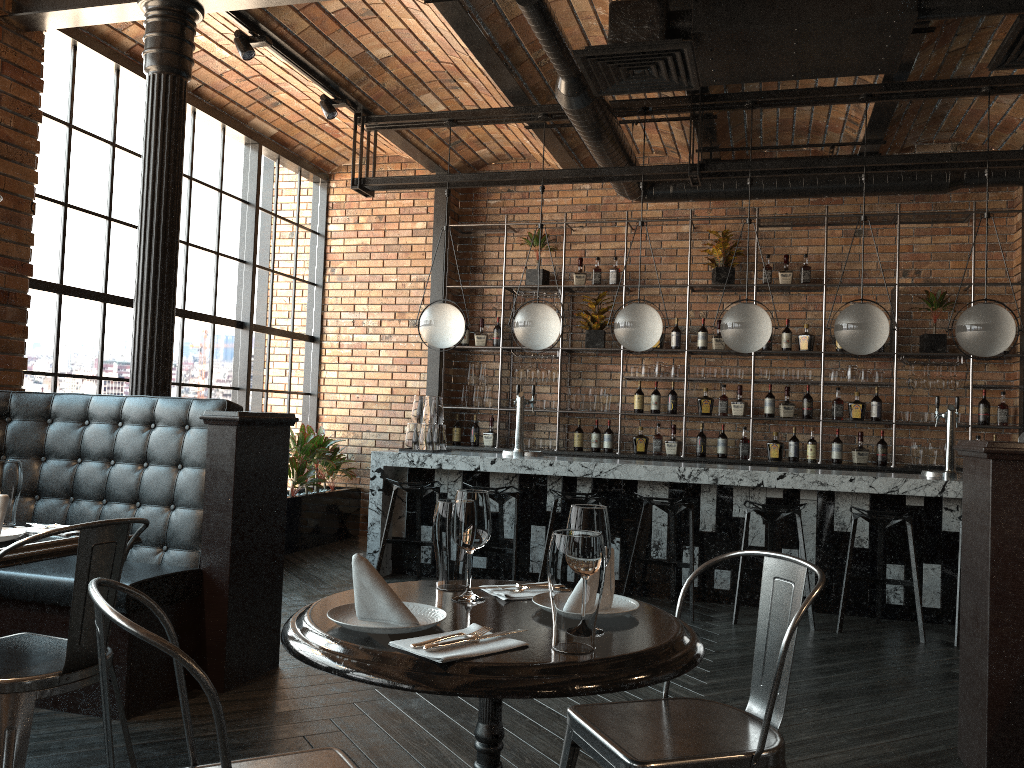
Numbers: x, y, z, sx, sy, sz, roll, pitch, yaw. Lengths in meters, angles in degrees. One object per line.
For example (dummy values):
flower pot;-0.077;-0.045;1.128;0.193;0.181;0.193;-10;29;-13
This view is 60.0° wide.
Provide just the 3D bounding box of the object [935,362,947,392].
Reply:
object;3.499;-0.057;7.233;0.092;0.244;0.092;4;-3;-35

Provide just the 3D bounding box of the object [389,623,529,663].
object;-0.079;0.460;1.603;0.255;0.019;0.157;4;-3;-43

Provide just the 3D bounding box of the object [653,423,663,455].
object;1.305;0.493;7.930;0.083;0.282;0.083;2;-2;16

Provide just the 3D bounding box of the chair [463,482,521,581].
chair;-0.120;1.030;5.930;0.475;0.737;0.414;1;-2;21

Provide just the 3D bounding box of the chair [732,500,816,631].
chair;1.595;1.077;5.435;0.475;0.737;0.414;2;-2;11

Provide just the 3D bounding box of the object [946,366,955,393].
object;3.644;-0.047;7.362;0.092;0.244;0.092;4;-3;-35

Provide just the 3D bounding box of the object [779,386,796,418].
object;2.366;0.160;7.628;0.123;0.279;0.123;2;-2;5

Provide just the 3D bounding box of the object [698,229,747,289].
object;1.870;-1.119;7.888;0.425;0.526;0.430;1;-2;18

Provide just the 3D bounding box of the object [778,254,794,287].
object;2.380;-0.983;7.698;0.123;0.279;0.123;1;-2;20

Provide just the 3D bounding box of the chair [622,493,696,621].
chair;0.979;1.060;5.613;0.475;0.737;0.414;1;-3;26

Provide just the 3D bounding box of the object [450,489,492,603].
object;-0.094;0.362;1.996;0.092;0.244;0.092;2;-2;15

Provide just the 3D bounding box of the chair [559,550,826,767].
chair;0.412;0.838;2.099;0.558;0.857;0.504;3;-2;-19

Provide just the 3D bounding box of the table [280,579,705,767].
table;-0.053;0.860;1.851;0.866;0.758;0.866;3;-2;-20

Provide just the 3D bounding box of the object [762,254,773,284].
object;2.230;-0.989;7.740;0.083;0.282;0.083;2;-2;16

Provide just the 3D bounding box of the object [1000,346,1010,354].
object;4.008;-0.376;7.226;0.086;0.298;0.086;3;-2;-20

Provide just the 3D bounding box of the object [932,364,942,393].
object;3.544;-0.049;7.391;0.092;0.244;0.092;4;-3;-35

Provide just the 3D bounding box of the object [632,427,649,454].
object;1.156;0.507;7.971;0.151;0.248;0.094;2;-2;5

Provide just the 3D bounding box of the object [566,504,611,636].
object;0.146;0.361;1.734;0.092;0.244;0.092;2;-2;15

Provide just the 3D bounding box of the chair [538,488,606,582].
chair;0.421;1.045;5.774;0.475;0.737;0.414;2;-2;11

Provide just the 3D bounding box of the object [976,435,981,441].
object;3.790;0.560;7.213;0.083;0.282;0.083;2;-2;1

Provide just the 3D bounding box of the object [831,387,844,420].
object;2.765;0.169;7.527;0.083;0.282;0.083;2;-2;1

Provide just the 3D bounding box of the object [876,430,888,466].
object;3.095;0.532;7.417;0.086;0.299;0.086;3;-3;-25

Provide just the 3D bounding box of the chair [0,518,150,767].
chair;-1.347;0.784;2.450;0.558;0.857;0.504;1;-2;21

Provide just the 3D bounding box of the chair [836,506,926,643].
chair;2.189;1.093;5.263;0.475;0.737;0.414;1;-2;21

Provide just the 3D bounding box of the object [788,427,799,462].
object;2.425;0.516;7.621;0.086;0.298;0.086;3;-3;-25

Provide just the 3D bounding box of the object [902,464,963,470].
object;3.441;0.680;7.250;0.437;0.019;0.273;2;-2;16

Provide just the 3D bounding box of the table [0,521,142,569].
table;-1.766;0.824;2.601;0.872;0.758;0.872;2;-2;16

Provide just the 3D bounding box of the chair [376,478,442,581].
chair;-0.668;1.015;6.089;0.475;0.737;0.414;2;-2;6

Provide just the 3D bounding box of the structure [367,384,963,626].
structure;1.817;0.783;6.541;5.346;1.430;1.930;2;-2;16

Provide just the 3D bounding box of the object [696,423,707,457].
object;1.666;0.493;7.800;0.086;0.297;0.086;4;-3;-40

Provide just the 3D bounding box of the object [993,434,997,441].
object;3.914;0.557;7.191;0.086;0.298;0.086;3;-3;-25

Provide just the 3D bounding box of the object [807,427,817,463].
object;2.561;0.520;7.568;0.080;0.299;0.080;1;-2;19

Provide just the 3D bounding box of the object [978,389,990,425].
object;3.844;0.189;7.219;0.086;0.299;0.086;3;-3;-25

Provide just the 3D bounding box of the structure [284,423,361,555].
structure;-2.176;0.811;6.594;0.757;1.072;4.107;2;-2;15

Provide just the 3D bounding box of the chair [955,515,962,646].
chair;2.750;1.108;5.101;0.475;0.737;0.414;2;-2;11

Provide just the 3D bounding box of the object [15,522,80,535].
object;-1.463;0.456;2.824;0.255;0.019;0.157;2;-2;17

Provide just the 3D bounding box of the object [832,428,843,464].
object;2.759;0.524;7.518;0.086;0.298;0.086;3;-3;-25

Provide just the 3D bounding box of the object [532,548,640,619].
object;0.161;0.428;1.926;0.232;0.139;0.232;3;-2;-14

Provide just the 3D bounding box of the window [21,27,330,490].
window;-4.173;-0.834;0.944;0.168;3.253;16.179;2;-2;16

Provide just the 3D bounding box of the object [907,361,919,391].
object;3.298;-0.063;7.291;0.092;0.244;0.092;4;-3;-35

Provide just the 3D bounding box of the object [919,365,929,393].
object;3.449;-0.052;7.418;0.092;0.244;0.092;4;-3;-35

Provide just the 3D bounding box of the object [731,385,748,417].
object;1.987;0.150;7.737;0.123;0.279;0.123;1;-3;30

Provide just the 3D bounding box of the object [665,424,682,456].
object;1.435;0.498;7.878;0.123;0.279;0.123;1;-3;30

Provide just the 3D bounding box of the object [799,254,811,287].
object;2.531;-0.981;7.653;0.083;0.282;0.083;2;-2;1

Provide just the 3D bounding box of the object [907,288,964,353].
object;3.500;-0.520;7.315;0.374;0.560;0.398;3;-2;-12

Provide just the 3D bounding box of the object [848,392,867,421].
object;2.911;0.191;7.483;0.151;0.248;0.094;1;-3;25

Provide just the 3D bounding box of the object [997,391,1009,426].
object;3.973;0.201;7.178;0.083;0.282;0.083;1;-3;26

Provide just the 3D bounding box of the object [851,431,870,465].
object;2.927;0.538;7.447;0.123;0.279;0.123;2;-2;5

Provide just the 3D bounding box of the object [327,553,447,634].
object;-0.241;0.405;1.733;0.232;0.139;0.232;4;-3;-30

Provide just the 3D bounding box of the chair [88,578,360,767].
chair;-0.482;0.783;1.604;0.558;0.857;0.504;3;-3;-29

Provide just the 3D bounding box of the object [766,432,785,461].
object;2.272;0.537;7.649;0.151;0.248;0.094;1;-3;25

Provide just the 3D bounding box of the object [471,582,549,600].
object;0.024;0.484;2.097;0.255;0.019;0.157;3;-2;-23

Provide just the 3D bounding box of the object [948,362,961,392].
object;3.598;-0.055;7.204;0.092;0.244;0.092;4;-3;-35

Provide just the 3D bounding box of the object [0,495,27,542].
object;-1.542;0.388;2.583;0.232;0.139;0.232;2;-2;13

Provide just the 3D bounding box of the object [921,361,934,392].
object;3.403;-0.060;7.260;0.092;0.244;0.092;4;-3;-35

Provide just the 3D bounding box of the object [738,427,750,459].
object;2.022;0.512;7.723;0.083;0.282;0.083;2;-2;1

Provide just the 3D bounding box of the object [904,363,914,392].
object;3.343;-0.055;7.449;0.092;0.244;0.092;4;-3;-35

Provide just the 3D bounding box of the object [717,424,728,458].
object;1.849;0.499;7.781;0.086;0.298;0.086;3;-3;-25
